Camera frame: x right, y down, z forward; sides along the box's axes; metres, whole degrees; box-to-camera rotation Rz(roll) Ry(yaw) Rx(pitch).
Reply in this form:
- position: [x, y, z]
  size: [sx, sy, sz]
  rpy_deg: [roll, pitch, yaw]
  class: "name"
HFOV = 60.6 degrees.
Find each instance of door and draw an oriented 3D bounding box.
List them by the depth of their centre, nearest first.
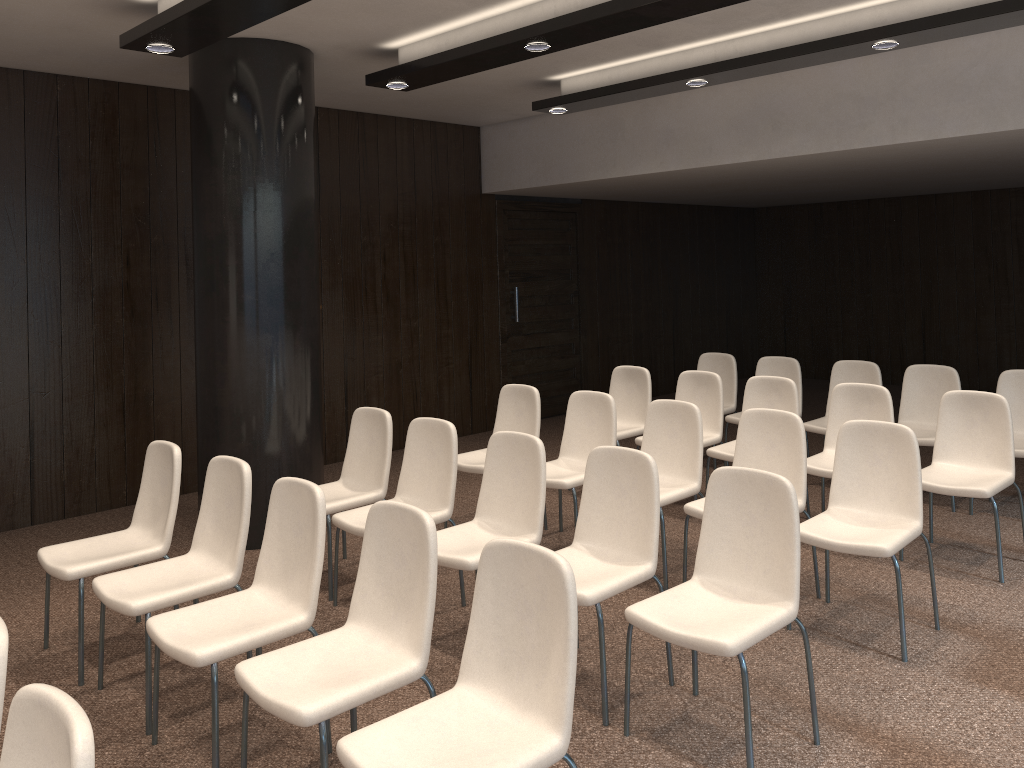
- position: [0.319, -0.821, 9.741]
  size: [1.404, 2.407, 0.268]
  rpy_deg: [-3, 0, -44]
  class: "door"

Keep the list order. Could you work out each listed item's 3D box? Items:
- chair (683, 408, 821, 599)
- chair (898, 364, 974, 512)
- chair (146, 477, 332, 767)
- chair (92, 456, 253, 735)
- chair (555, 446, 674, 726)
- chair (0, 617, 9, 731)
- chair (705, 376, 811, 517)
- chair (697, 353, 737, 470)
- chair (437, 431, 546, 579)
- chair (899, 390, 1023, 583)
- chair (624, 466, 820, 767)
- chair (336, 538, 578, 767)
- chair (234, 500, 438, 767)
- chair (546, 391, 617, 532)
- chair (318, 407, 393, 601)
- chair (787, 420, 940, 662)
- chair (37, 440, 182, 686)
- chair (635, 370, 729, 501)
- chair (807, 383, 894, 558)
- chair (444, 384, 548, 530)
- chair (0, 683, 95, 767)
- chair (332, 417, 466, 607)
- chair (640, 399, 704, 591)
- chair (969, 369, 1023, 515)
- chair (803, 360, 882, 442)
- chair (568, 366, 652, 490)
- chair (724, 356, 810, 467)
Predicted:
- position: [1.192, 0.611, 4.398]
  size: [0.560, 0.901, 0.531]
  rpy_deg: [-3, 1, -43]
  class: "chair"
- position: [2.841, 0.341, 6.071]
  size: [0.531, 0.901, 0.560]
  rpy_deg: [-1, 2, 44]
  class: "chair"
- position: [-0.966, 0.841, 3.131]
  size: [0.560, 0.901, 0.531]
  rpy_deg: [-3, 1, -43]
  class: "chair"
- position: [-1.367, 0.795, 3.572]
  size: [0.560, 0.901, 0.531]
  rpy_deg: [-3, 2, -43]
  class: "chair"
- position: [0.309, 0.750, 3.542]
  size: [0.560, 0.901, 0.531]
  rpy_deg: [-3, 2, -44]
  class: "chair"
- position: [-1.394, 1.022, 1.863]
  size: [0.560, 0.901, 0.531]
  rpy_deg: [-3, 1, -42]
  class: "chair"
- position: [1.590, 0.427, 5.701]
  size: [0.531, 0.901, 0.560]
  rpy_deg: [-1, 2, 44]
  class: "chair"
- position: [1.596, 0.211, 7.331]
  size: [0.560, 0.901, 0.531]
  rpy_deg: [-3, 1, -42]
  class: "chair"
- position: [-0.138, 0.708, 3.959]
  size: [0.560, 0.901, 0.531]
  rpy_deg: [-3, 2, -43]
  class: "chair"
- position: [2.472, 0.518, 4.816]
  size: [0.560, 0.901, 0.531]
  rpy_deg: [-3, 1, -43]
  class: "chair"
- position: [0.730, 0.797, 3.095]
  size: [0.560, 0.901, 0.531]
  rpy_deg: [-3, 1, -42]
  class: "chair"
- position: [-0.121, 0.929, 2.282]
  size: [0.560, 0.901, 0.531]
  rpy_deg: [-3, 1, -42]
  class: "chair"
- position: [-0.530, 0.880, 2.742]
  size: [0.560, 0.901, 0.531]
  rpy_deg: [-3, 1, -42]
  class: "chair"
- position: [0.337, 0.524, 5.243]
  size: [0.560, 0.901, 0.531]
  rpy_deg: [-3, 2, -44]
  class: "chair"
- position: [-0.959, 0.616, 4.838]
  size: [0.560, 0.901, 0.531]
  rpy_deg: [-3, 2, -43]
  class: "chair"
- position: [1.581, 0.656, 3.974]
  size: [0.531, 0.901, 0.560]
  rpy_deg: [-1, 2, 44]
  class: "chair"
- position: [-1.810, 0.754, 3.978]
  size: [0.560, 0.901, 0.531]
  rpy_deg: [-3, 1, -42]
  class: "chair"
- position: [1.188, 0.384, 6.114]
  size: [0.560, 0.901, 0.531]
  rpy_deg: [-3, 1, -43]
  class: "chair"
- position: [2.010, 0.475, 5.244]
  size: [0.531, 0.901, 0.560]
  rpy_deg: [-1, 2, 44]
  class: "chair"
- position: [-0.109, 0.482, 5.658]
  size: [0.560, 0.901, 0.531]
  rpy_deg: [-3, 1, -43]
  class: "chair"
- position: [-1.005, 1.066, 1.438]
  size: [0.531, 0.901, 0.560]
  rpy_deg: [-1, 2, 45]
  class: "chair"
- position: [-0.569, 0.660, 4.412]
  size: [0.531, 0.901, 0.560]
  rpy_deg: [-1, 2, 44]
  class: "chair"
- position: [0.757, 0.571, 4.797]
  size: [0.560, 0.901, 0.531]
  rpy_deg: [-3, 1, -43]
  class: "chair"
- position: [3.282, 0.386, 5.639]
  size: [0.531, 0.901, 0.560]
  rpy_deg: [-1, 2, 44]
  class: "chair"
- position: [2.456, 0.300, 6.470]
  size: [0.560, 0.901, 0.531]
  rpy_deg: [-3, 2, -45]
  class: "chair"
- position: [0.751, 0.340, 6.542]
  size: [0.560, 0.901, 0.531]
  rpy_deg: [-3, 1, -42]
  class: "chair"
- position: [2.000, 0.258, 6.891]
  size: [0.531, 0.901, 0.560]
  rpy_deg: [-1, 2, 44]
  class: "chair"
